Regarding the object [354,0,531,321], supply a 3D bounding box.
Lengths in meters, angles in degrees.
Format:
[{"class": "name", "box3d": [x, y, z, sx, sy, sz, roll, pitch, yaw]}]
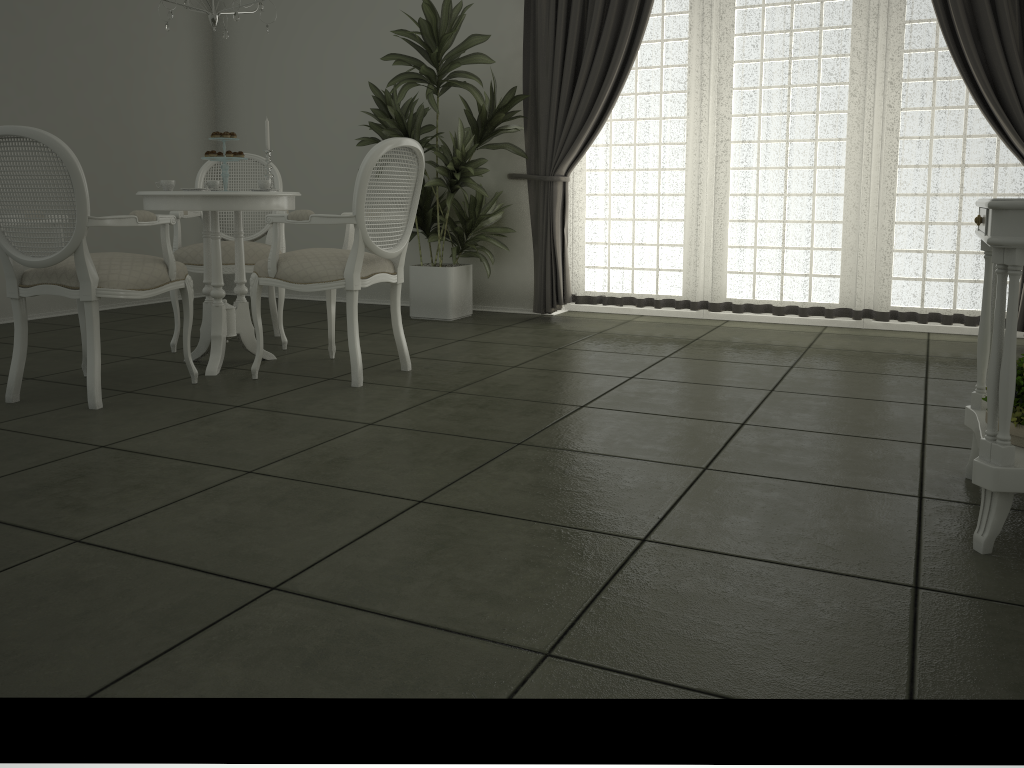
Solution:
[{"class": "object", "box3d": [-0.516, -1.484, 5.872, 1.168, 2.072, 1.046, 8, 11, 43]}]

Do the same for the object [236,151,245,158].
[{"class": "object", "box3d": [-1.281, -1.082, 4.165, 0.040, 0.031, 0.040, -9, 14, -43]}]

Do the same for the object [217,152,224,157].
[{"class": "object", "box3d": [-1.396, -1.094, 4.219, 0.039, 0.031, 0.040, -2, 10, -13]}]

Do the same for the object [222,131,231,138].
[{"class": "object", "box3d": [-1.331, -1.161, 4.115, 0.039, 0.031, 0.040, 6, 12, 31]}]

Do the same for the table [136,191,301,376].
[{"class": "table", "box3d": [-1.375, -0.499, 4.214, 0.741, 0.820, 0.749, 4, 10, 22]}]

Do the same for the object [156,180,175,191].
[{"class": "object", "box3d": [-1.551, -0.889, 3.963, 0.063, 0.049, 0.078, 7, 13, 35]}]

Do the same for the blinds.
[{"class": "blinds", "box3d": [1.613, -1.616, 5.305, 3.669, 2.574, 0.666, 5, 8, 25]}]

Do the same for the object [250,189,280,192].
[{"class": "object", "box3d": [-1.151, -0.901, 4.114, 0.119, 0.015, 0.120, 3, 12, 15]}]

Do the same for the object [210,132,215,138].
[{"class": "object", "box3d": [-1.395, -1.168, 4.145, 0.039, 0.031, 0.040, -6, 12, -33]}]

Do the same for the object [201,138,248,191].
[{"class": "object", "box3d": [-1.354, -1.032, 4.165, 0.211, 0.246, 0.213, -5, 10, -32]}]

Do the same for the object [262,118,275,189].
[{"class": "object", "box3d": [-1.180, -1.111, 4.269, 0.088, 0.360, 0.088, 0, 7, 3]}]

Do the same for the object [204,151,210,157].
[{"class": "object", "box3d": [-1.427, -1.080, 4.153, 0.039, 0.031, 0.040, -2, 10, -13]}]

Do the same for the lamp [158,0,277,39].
[{"class": "lamp", "box3d": [-1.361, -2.822, 3.931, 0.592, 2.411, 0.601, 0, 7, 3]}]

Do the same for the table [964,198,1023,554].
[{"class": "table", "box3d": [1.360, -0.051, 2.174, 0.433, 0.796, 0.706, 4, 10, 25]}]

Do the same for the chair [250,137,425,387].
[{"class": "chair", "box3d": [-0.751, -0.566, 3.989, 0.692, 1.052, 0.601, 4, 9, 26]}]

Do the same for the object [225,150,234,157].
[{"class": "object", "box3d": [-1.313, -1.068, 4.099, 0.039, 0.031, 0.040, -2, 10, -13]}]

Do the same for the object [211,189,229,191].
[{"class": "object", "box3d": [-1.475, -0.955, 4.366, 0.119, 0.015, 0.120, 6, 13, 25]}]

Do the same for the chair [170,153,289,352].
[{"class": "chair", "box3d": [-1.531, -0.754, 4.875, 0.595, 1.051, 0.699, -1, 8, -9]}]

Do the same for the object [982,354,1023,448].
[{"class": "object", "box3d": [1.368, 0.023, 2.180, 0.374, 0.229, 0.351, 4, 11, 21]}]

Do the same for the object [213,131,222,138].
[{"class": "object", "box3d": [-1.372, -1.160, 4.112, 0.040, 0.031, 0.040, -9, 14, -43]}]

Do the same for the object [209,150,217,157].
[{"class": "object", "box3d": [-1.386, -1.067, 4.093, 0.039, 0.031, 0.040, -1, 10, -9]}]

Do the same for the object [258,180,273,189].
[{"class": "object", "box3d": [-1.145, -0.926, 4.115, 0.078, 0.049, 0.063, -6, 12, -31]}]

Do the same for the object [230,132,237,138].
[{"class": "object", "box3d": [-1.313, -1.169, 4.152, 0.039, 0.031, 0.040, -3, 10, -18]}]

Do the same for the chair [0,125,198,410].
[{"class": "chair", "box3d": [-1.726, -0.477, 3.557, 0.595, 1.051, 0.698, 2, 9, 16]}]

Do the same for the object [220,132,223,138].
[{"class": "object", "box3d": [-1.378, -1.175, 4.182, 0.039, 0.031, 0.040, 2, 10, 11]}]

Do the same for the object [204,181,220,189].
[{"class": "object", "box3d": [-1.475, -0.977, 4.355, 0.062, 0.049, 0.079, 1, 10, 5]}]

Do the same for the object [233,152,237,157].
[{"class": "object", "box3d": [-1.323, -1.095, 4.225, 0.039, 0.031, 0.040, -4, 11, -23]}]

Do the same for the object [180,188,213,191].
[{"class": "object", "box3d": [-1.402, -0.863, 3.931, 0.119, 0.015, 0.120, 3, 12, 15]}]
